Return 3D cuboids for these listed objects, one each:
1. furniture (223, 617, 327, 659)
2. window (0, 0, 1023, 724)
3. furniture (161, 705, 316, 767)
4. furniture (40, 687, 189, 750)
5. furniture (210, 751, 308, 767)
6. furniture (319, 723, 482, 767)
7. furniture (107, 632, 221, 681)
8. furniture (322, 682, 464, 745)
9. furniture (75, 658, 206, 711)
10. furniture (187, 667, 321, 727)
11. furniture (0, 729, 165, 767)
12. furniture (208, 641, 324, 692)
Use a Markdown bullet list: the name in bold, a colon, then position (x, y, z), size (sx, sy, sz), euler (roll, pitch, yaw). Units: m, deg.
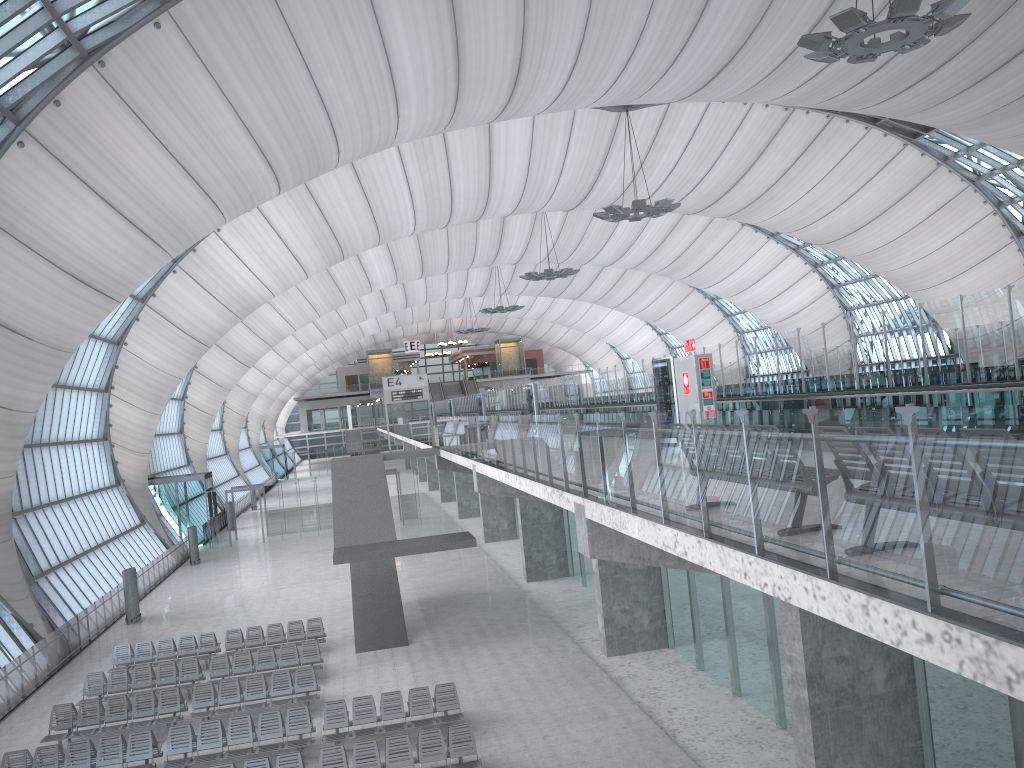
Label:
- **furniture**: position (-6.481, 7.029, 24.298), size (2.705, 0.913, 1.572), euler (-5, -1, -10)
- **window**: position (-0.417, -1.933, 76.713), size (50.537, 20.004, 167.818), euler (-5, -1, -10)
- **furniture**: position (-5.114, 6.734, 16.766), size (2.705, 0.913, 1.572), euler (-5, -1, -10)
- **furniture**: position (-8.376, 7.104, 18.876), size (2.705, 0.913, 1.572), euler (-5, -1, -10)
- **furniture**: position (-4.686, 6.641, 14.405), size (2.705, 0.913, 1.572), euler (-5, -1, -10)
- **furniture**: position (-1.900, 6.374, 14.921), size (2.705, 0.913, 1.572), euler (-5, -1, -10)
- **furniture**: position (-9.266, 7.297, 23.783), size (2.705, 0.913, 1.572), euler (-5, -1, -10)
- **furniture**: position (-2.328, 6.467, 17.282), size (2.705, 0.913, 1.572), euler (-5, -1, -10)
- **furniture**: position (-8.795, 7.195, 21.186), size (2.705, 0.913, 1.572), euler (-5, -1, -10)
- **furniture**: position (-5.590, 6.837, 19.392), size (2.705, 0.913, 1.572), euler (-5, -1, -10)
- **furniture**: position (-7.900, 7.001, 16.250), size (2.705, 0.913, 1.572), euler (-5, -1, -10)
- **furniture**: position (-6.010, 6.928, 21.702), size (2.705, 0.913, 1.572), euler (-5, -1, -10)
